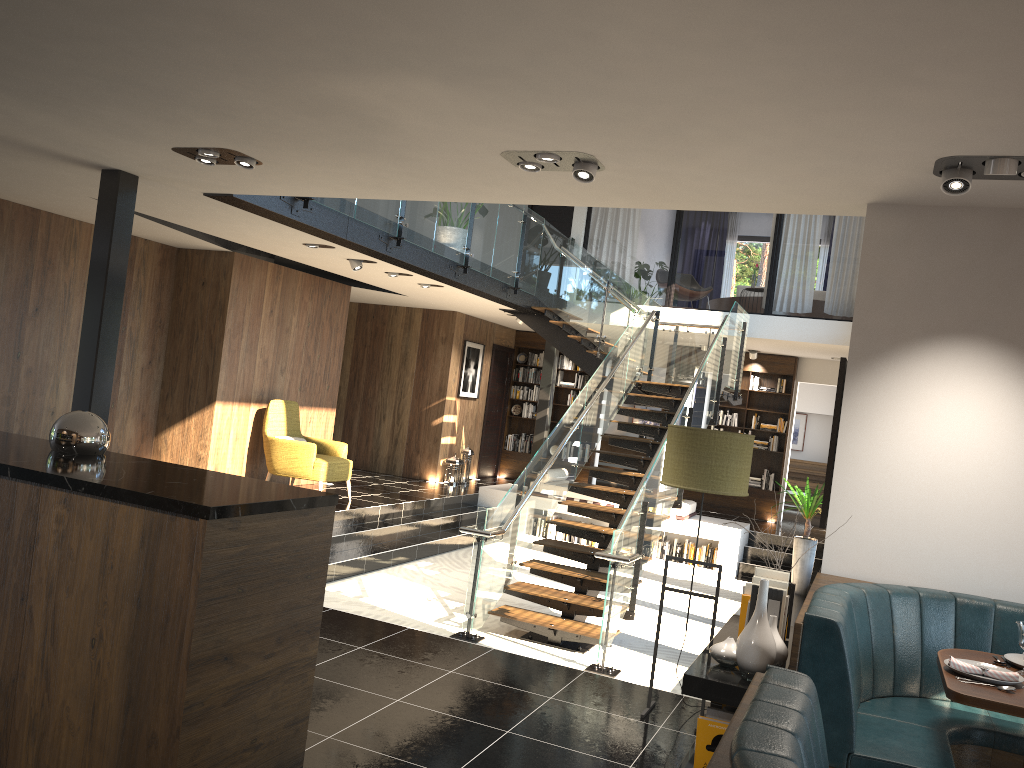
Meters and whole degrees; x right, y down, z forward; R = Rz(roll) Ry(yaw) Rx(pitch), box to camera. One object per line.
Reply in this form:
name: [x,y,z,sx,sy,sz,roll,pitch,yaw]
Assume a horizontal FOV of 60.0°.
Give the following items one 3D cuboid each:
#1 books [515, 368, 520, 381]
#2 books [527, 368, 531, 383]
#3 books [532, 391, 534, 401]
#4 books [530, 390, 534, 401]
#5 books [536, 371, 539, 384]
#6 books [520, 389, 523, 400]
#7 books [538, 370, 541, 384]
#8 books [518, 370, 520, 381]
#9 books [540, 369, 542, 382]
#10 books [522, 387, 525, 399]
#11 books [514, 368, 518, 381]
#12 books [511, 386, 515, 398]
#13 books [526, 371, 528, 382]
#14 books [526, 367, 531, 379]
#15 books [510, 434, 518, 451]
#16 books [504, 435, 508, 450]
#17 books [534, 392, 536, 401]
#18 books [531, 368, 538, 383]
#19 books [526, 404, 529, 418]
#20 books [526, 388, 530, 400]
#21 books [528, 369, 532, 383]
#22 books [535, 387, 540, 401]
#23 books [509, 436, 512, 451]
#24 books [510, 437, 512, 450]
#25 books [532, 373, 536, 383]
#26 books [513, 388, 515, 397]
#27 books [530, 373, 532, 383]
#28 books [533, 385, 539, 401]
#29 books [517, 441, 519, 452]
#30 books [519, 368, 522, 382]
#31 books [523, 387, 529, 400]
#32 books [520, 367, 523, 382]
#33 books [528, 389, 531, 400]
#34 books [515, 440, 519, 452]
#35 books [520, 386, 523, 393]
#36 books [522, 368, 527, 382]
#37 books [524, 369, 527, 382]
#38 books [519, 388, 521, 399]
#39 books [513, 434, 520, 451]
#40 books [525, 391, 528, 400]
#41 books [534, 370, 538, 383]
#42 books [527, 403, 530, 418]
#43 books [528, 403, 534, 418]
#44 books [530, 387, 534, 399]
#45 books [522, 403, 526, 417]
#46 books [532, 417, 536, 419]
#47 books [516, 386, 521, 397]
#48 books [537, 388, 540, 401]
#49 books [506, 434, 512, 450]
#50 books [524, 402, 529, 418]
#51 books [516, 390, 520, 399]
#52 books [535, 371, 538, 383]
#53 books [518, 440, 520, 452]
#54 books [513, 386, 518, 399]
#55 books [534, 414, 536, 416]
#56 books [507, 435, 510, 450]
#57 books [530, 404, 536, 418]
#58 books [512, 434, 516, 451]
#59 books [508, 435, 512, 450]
books: [0.130,-0.170,16.198,0.066,0.255,0.127,7,0,22]
books: [0.322,-0.152,16.079,0.019,0.264,0.175,7,0,23]
books: [0.420,0.202,16.059,0.027,0.214,0.159,7,0,23]
books: [0.386,0.208,16.046,0.025,0.193,0.172,7,0,23]
books: [0.491,-0.121,16.035,0.024,0.242,0.144,7,0,23]
books: [0.197,0.192,16.130,0.035,0.180,0.165,7,0,23]
books: [0.517,-0.128,16.030,0.025,0.263,0.147,7,0,23]
books: [0.159,-0.141,16.157,0.025,0.204,0.192,7,0,23]
books: [0.545,-0.126,16.019,0.035,0.266,0.133,7,0,23]
books: [0.238,0.170,16.130,0.036,0.235,0.170,7,0,23]
books: [0.080,-0.164,16.197,0.023,0.231,0.143,7,0,23]
books: [0.031,0.151,16.224,0.030,0.224,0.166,7,0,23]
books: [0.311,-0.149,16.104,0.018,0.256,0.172,7,0,23]
books: [0.298,-0.167,16.113,0.015,0.287,0.154,7,0,23]
books: [0.039,1.065,16.138,0.015,0.306,0.222,7,0,23]
books: [-0.075,1.074,16.227,0.032,0.261,0.195,7,0,23]
books: [0.453,0.208,16.034,0.018,0.210,0.157,7,0,23]
books: [0.400,-0.147,16.056,0.033,0.273,0.189,7,0,23]
books: [0.299,0.492,16.086,0.031,0.245,0.120,7,0,23]
books: [0.326,0.190,16.093,0.053,0.216,0.151,7,0,23]
books: [0.354,-0.143,16.094,0.032,0.255,0.160,7,0,23]
books: [0.470,0.185,16.016,0.021,0.260,0.197,7,0,23]
books: [0.005,1.079,16.152,0.022,0.269,0.216,7,0,23]
books: [0.027,1.064,16.150,0.016,0.304,0.218,7,0,23]
books: [0.416,-0.103,16.034,0.025,0.188,0.181,7,0,23]
books: [0.062,0.170,16.204,0.045,0.192,0.164,7,0,23]
books: [0.376,-0.123,16.080,0.024,0.220,0.124,7,0,23]
books: [0.436,0.169,16.028,0.018,0.284,0.198,7,0,23]
books: [0.149,1.128,16.119,0.029,0.207,0.167,7,0,23]
books: [0.189,-0.163,16.145,0.035,0.255,0.183,7,0,23]
books: [0.259,0.171,16.099,0.026,0.237,0.164,7,0,23]
books: [0.214,-0.167,16.131,0.022,0.267,0.198,7,0,23]
books: [0.343,0.197,16.048,0.016,0.205,0.205,7,0,23]
books: [0.117,1.119,16.104,0.021,0.217,0.221,7,0,23]
books: [0.186,0.163,16.167,0.019,0.236,0.139,7,0,23]
books: [0.238,-0.160,16.126,0.027,0.260,0.181,7,0,23]
books: [0.259,-0.149,16.095,0.039,0.243,0.180,7,0,22]
books: [0.170,0.176,16.180,0.018,0.208,0.126,7,0,23]
books: [0.081,1.071,16.150,0.020,0.304,0.189,7,0,23]
books: [0.283,0.209,16.101,0.026,0.167,0.173,7,0,23]
books: [0.457,-0.123,16.057,0.028,0.240,0.148,7,0,23]
books: [0.324,0.485,16.070,0.024,0.265,0.148,7,0,23]
books: [0.347,0.481,16.052,0.032,0.279,0.133,7,0,23]
books: [0.372,0.182,16.066,0.020,0.243,0.154,7,0,23]
books: [0.243,0.478,16.071,0.026,0.257,0.192,7,0,23]
books: [0.515,0.625,15.984,0.262,0.032,0.155,7,-1,25]
books: [0.120,0.157,16.200,0.018,0.232,0.123,7,0,23]
books: [0.498,0.196,16.027,0.023,0.245,0.133,7,0,23]
books: [-0.041,1.065,16.221,0.032,0.288,0.180,7,0,23]
books: [0.268,0.473,16.072,0.018,0.275,0.144,7,0,23]
books: [0.134,0.191,16.172,0.037,0.169,0.148,7,0,23]
books: [0.471,-0.117,16.037,0.014,0.230,0.172,7,0,23]
books: [0.172,1.123,16.099,0.026,0.222,0.209,7,0,23]
books: [0.084,0.151,16.164,0.022,0.235,0.194,7,0,23]
books: [0.522,0.572,15.987,0.243,0.033,0.142,7,-1,19]
books: [-0.032,1.068,16.183,0.014,0.282,0.233,7,0,23]
books: [0.381,0.498,16.057,0.030,0.253,0.138,7,0,23]
books: [0.066,1.071,16.162,0.018,0.301,0.195,7,0,23]
books: [-0.006,1.071,16.191,0.030,0.282,0.170,7,0,23]
